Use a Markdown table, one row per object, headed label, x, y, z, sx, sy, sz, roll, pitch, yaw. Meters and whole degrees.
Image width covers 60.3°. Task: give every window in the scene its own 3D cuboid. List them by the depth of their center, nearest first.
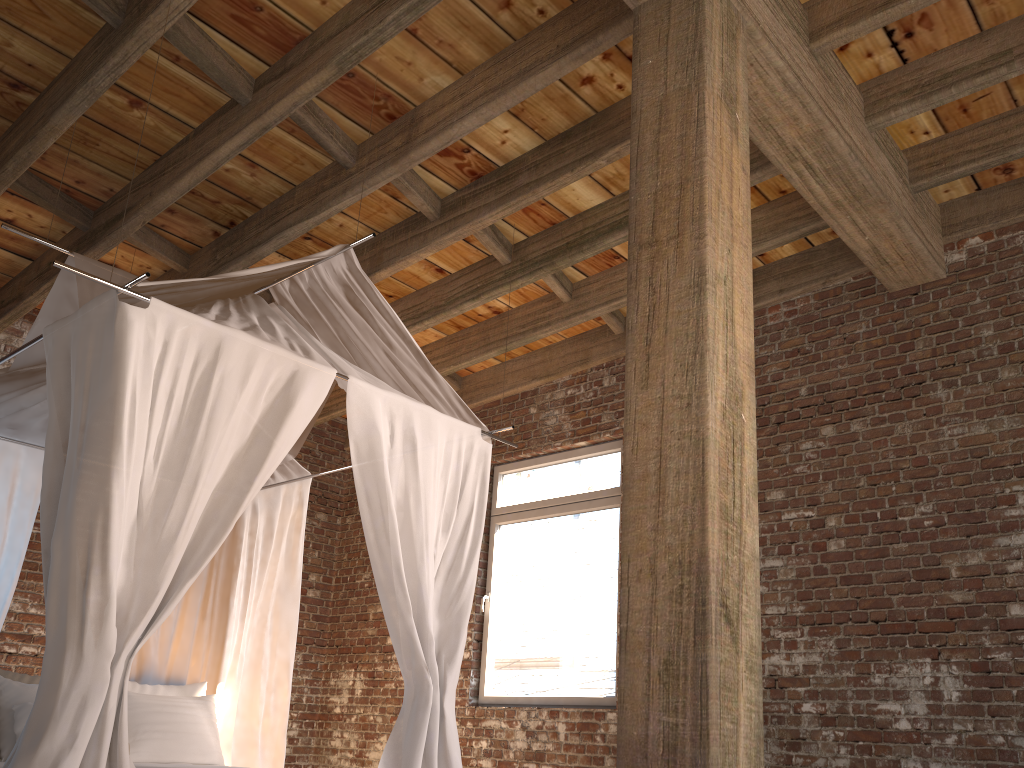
| label | x | y | z | sx | sy | sz | roll | pitch | yaw |
| --- | --- | --- | --- | --- | --- | --- | --- | --- | --- |
| window | 0.277 | 1.341 | 6.208 | 1.310 | 1.805 | 0.176 | -13 | -24 | 40 |

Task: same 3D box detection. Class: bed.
| label | x | y | z | sx | sy | sz | roll | pitch | yaw |
| --- | --- | --- | --- | --- | --- | --- | --- | --- | --- |
| bed | -1.565 | 0.353 | 4.267 | 2.658 | 3.790 | 2.567 | -13 | -25 | 39 |

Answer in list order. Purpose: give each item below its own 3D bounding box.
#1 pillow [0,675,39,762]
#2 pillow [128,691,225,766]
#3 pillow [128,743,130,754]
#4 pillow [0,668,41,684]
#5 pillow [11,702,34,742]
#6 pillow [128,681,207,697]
| label | x | y | z | sx | sy | sz | roll | pitch | yaw |
| --- | --- | --- | --- | --- | --- | --- | --- | --- | --- |
| pillow | -2.262 | 1.677 | 4.422 | 0.347 | 0.393 | 0.629 | -12 | -25 | 37 |
| pillow | -1.874 | 1.896 | 4.847 | 0.292 | 0.422 | 0.646 | -13 | -26 | 40 |
| pillow | -2.059 | 1.780 | 4.427 | 0.161 | 0.228 | 0.297 | -12 | -25 | 38 |
| pillow | -2.416 | 1.704 | 4.548 | 0.208 | 0.483 | 0.650 | -12 | -25 | 39 |
| pillow | -2.193 | 1.675 | 4.237 | 0.395 | 0.284 | 0.214 | 19 | -24 | -37 |
| pillow | -2.018 | 1.896 | 4.980 | 0.207 | 0.487 | 0.649 | -12 | -25 | 39 |
